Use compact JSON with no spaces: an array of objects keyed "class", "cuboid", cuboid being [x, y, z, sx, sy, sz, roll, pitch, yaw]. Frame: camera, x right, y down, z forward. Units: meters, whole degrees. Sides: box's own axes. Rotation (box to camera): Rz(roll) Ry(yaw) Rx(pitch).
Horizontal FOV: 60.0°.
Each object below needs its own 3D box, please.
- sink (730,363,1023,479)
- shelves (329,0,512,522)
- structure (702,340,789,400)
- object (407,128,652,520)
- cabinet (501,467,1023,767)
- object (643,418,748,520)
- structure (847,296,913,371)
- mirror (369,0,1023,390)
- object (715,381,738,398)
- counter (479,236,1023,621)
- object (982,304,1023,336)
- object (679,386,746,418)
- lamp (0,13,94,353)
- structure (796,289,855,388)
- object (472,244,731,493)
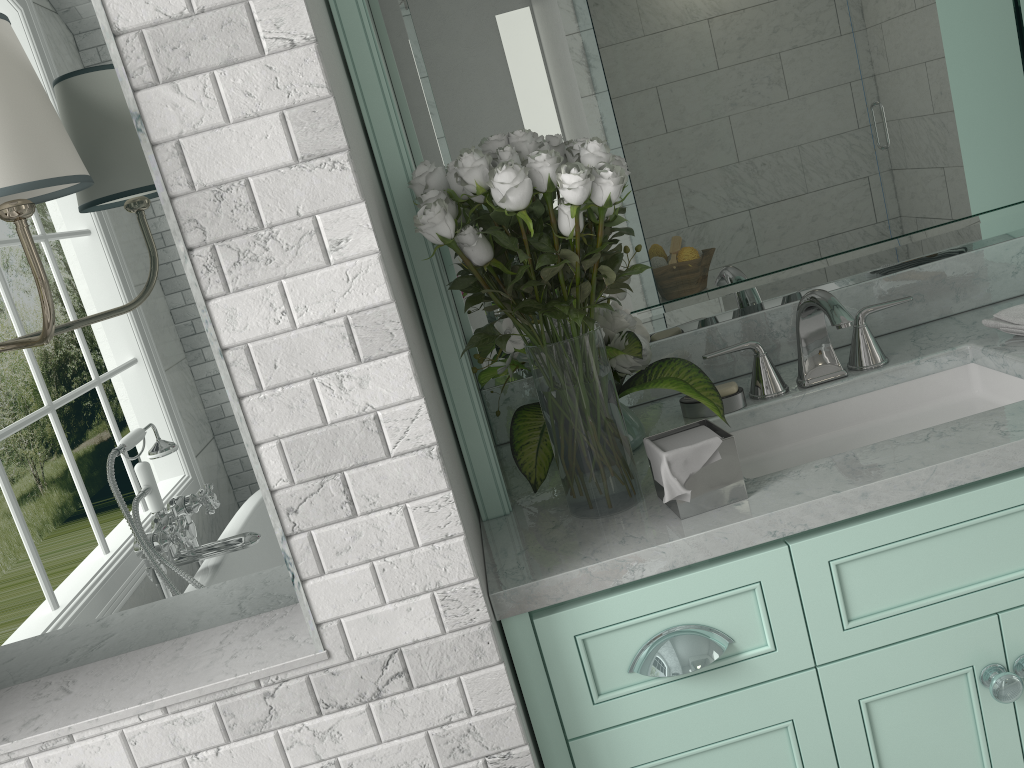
[{"class":"sink","cuboid":[0.684,0.103,1.654,0.602,0.078,0.349,-16,13,-1]},{"class":"shelves","cuboid":[1.001,-1.182,1.659,2.809,2.108,0.468,-16,11,-2]},{"class":"structure","cuboid":[0.490,-0.026,1.837,0.158,0.121,0.083,-19,12,-17]},{"class":"object","cuboid":[0.074,-0.095,1.470,0.355,0.648,0.395,-14,12,10]},{"class":"cabinet","cuboid":[1.440,0.395,1.842,2.798,1.090,0.869,-16,12,-2]},{"class":"object","cuboid":[0.285,0.137,1.416,0.136,0.112,0.148,-17,12,-6]},{"class":"structure","cuboid":[0.767,-0.110,1.866,0.158,0.121,0.083,-19,12,-17]},{"class":"mirror","cuboid":[0.366,-1.090,1.826,1.436,1.919,0.015,-16,11,-2]},{"class":"object","cuboid":[0.429,0.015,1.833,0.077,0.022,0.052,-11,14,19]},{"class":"counter","cuboid":[1.271,-0.205,1.743,2.807,0.180,0.830,-16,13,-2]},{"class":"object","cuboid":[1.133,-0.135,1.720,0.317,0.055,0.241,-17,13,-5]},{"class":"object","cuboid":[0.417,0.038,1.844,0.133,0.034,0.080,-12,13,16]},{"class":"lamp","cuboid":[-0.780,-0.195,1.114,0.548,0.380,0.311,-16,12,-1]},{"class":"structure","cuboid":[0.636,-0.094,1.765,0.103,0.203,0.236,-18,12,-12]},{"class":"object","cuboid":[0.150,-0.052,1.751,0.452,0.399,0.397,-16,12,0]}]
